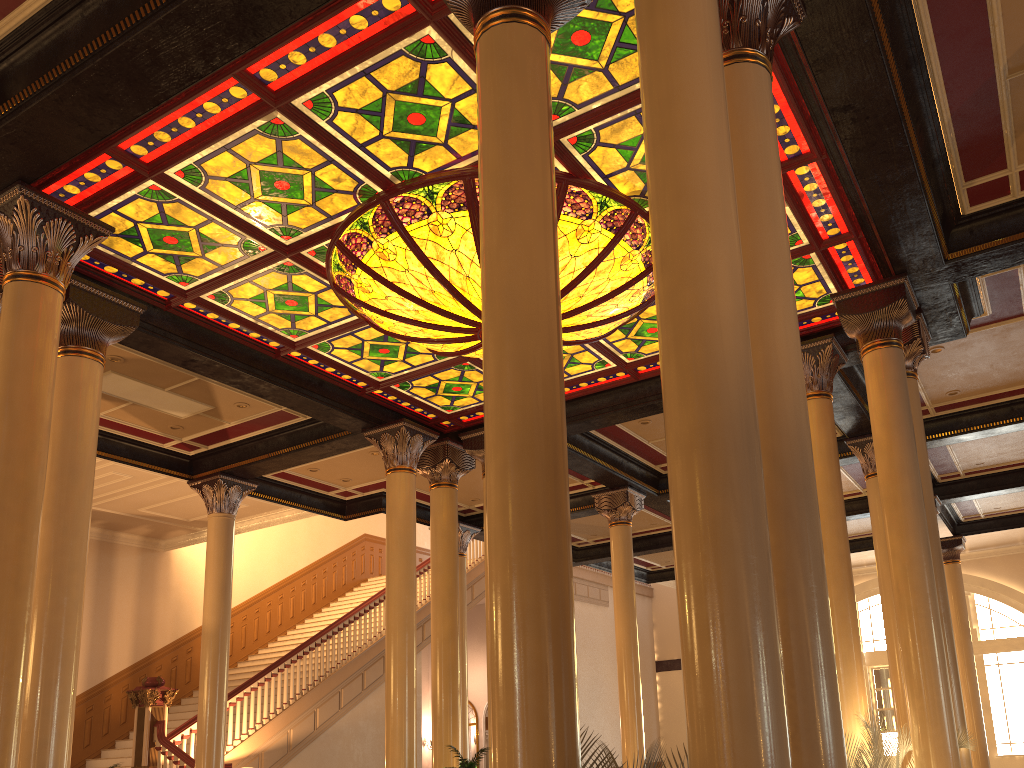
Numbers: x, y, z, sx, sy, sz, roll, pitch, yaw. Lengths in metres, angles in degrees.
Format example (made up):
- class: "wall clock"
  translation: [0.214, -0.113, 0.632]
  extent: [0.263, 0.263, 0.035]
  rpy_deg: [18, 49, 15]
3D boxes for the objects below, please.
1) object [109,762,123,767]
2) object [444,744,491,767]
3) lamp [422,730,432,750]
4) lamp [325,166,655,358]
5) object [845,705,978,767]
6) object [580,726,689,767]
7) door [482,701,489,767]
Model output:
- class: "object"
  translation: [-2.775, 3.603, 5.719]
  extent: [1.018, 2.065, 1.144]
  rpy_deg: [-8, -17, 19]
- class: "object"
  translation: [-0.510, 4.929, 9.262]
  extent: [1.094, 2.065, 1.066]
  rpy_deg: [0, -16, -10]
- class: "lamp"
  translation: [-2.124, 9.206, 22.462]
  extent: [0.362, 0.478, 0.285]
  rpy_deg: [-13, -19, 29]
- class: "lamp"
  translation: [-0.083, -0.705, 7.607]
  extent: [2.942, 0.578, 3.197]
  rpy_deg: [-15, -25, 26]
- class: "object"
  translation: [2.973, 3.753, 7.063]
  extent: [2.019, 2.167, 1.926]
  rpy_deg: [-9, -18, 18]
- class: "object"
  translation: [0.347, 2.486, 3.641]
  extent: [1.792, 2.182, 2.202]
  rpy_deg: [-14, -21, 32]
- class: "door"
  translation: [-0.067, 9.303, 21.518]
  extent: [1.446, 3.339, 0.214]
  rpy_deg: [-11, -16, 30]
